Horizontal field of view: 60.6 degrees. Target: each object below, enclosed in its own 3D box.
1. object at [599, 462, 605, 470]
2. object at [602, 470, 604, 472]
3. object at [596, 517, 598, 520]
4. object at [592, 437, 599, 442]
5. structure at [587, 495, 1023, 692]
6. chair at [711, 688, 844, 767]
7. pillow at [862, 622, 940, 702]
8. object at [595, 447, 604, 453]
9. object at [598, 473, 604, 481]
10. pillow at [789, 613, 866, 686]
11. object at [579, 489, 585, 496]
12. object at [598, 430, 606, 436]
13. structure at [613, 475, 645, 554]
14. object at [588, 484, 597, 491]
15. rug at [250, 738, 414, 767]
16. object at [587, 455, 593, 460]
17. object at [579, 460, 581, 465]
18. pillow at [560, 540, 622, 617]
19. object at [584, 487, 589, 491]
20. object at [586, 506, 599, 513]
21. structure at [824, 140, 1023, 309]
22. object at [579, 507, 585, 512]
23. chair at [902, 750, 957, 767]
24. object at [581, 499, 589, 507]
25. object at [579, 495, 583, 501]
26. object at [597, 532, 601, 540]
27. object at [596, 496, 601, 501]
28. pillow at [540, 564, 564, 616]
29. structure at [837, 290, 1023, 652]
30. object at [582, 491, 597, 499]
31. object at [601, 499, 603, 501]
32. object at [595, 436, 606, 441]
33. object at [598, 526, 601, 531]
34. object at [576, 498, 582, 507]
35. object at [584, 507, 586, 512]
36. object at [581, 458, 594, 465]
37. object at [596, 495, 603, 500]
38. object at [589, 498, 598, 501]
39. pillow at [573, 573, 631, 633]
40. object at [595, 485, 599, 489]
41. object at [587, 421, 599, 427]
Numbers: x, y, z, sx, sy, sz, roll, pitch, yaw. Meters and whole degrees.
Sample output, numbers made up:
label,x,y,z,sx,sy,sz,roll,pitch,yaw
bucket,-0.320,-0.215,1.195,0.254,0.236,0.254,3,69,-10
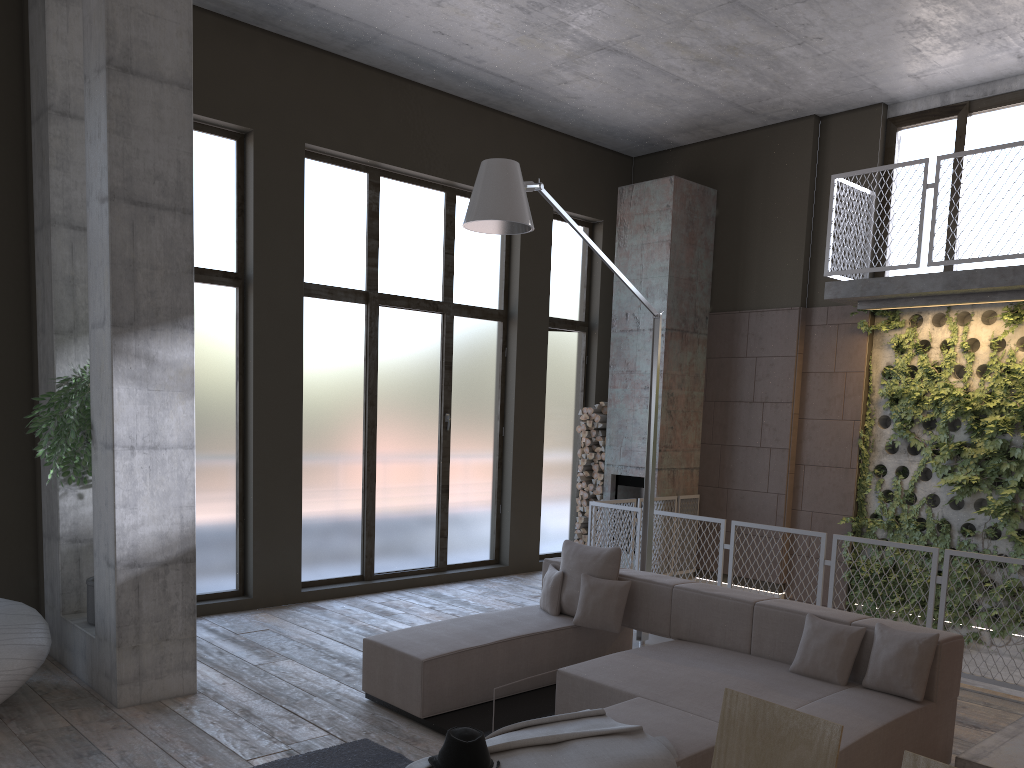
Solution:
label,x,y,z,sx,sy,sz,roll,pitch,yaw
object,1.212,1.001,10.715,0.365,0.110,0.088,3,2,-43
object,1.246,1.051,10.783,0.362,0.087,0.100,3,1,-43
object,1.198,1.627,10.858,0.455,0.090,0.090,3,1,-43
object,1.123,0.681,10.822,0.359,0.075,0.064,3,1,-44
structure,2.997,1.751,8.265,1.924,0.944,4.399,2,-1,-43
chair,0.397,1.415,2.113,0.720,1.210,0.345,-2,7,-39
pillow,2.075,1.486,4.711,0.187,0.371,0.359,-2,4,-38
object,1.204,0.817,10.794,0.434,0.080,0.114,3,0,-43
object,1.242,1.136,10.745,0.479,0.084,0.093,4,1,-43
pillow,1.792,1.520,4.987,0.186,0.363,0.367,-3,5,-43
object,0.981,1.370,11.011,0.292,0.104,0.100,3,2,-41
object,1.215,0.603,10.751,0.422,0.072,0.066,4,1,-43
structure,1.448,1.547,10.385,0.056,0.939,0.570,-4,7,-43
object,1.122,1.274,10.861,0.454,0.090,0.090,3,1,-44
rug,-1.518,1.973,3.648,2.915,0.049,1.155,4,-2,-43
object,1.115,0.894,10.835,0.434,0.080,0.114,3,0,-43
object,0.999,0.976,10.933,0.422,0.068,0.066,4,1,-43
pillow,0.528,1.418,6.313,0.220,0.564,0.559,-3,5,-41
object,1.041,1.303,10.922,0.332,0.057,0.088,4,0,-43
object,1.115,1.551,10.913,0.479,0.084,0.093,4,1,-43
structure,3.949,0.180,6.999,3.028,4.369,3.653,-2,5,-43
object,1.010,1.559,11.029,0.422,0.068,0.067,4,1,-43
chair,0.694,1.413,1.703,0.720,1.210,0.345,-1,7,-37
object,1.047,1.481,10.993,0.437,0.094,0.091,3,1,-43
object,0.929,1.415,10.947,0.251,0.074,0.045,3,2,-43
object,1.231,1.864,10.836,0.437,0.093,0.091,3,1,-43
object,1.186,1.410,10.926,0.291,0.103,0.103,3,1,-43
pillow,0.301,1.544,6.521,0.151,0.381,0.365,1,3,-10
structure,4.350,0.807,8.252,1.001,3.869,2.604,-4,7,-43
object,1.012,1.378,10.914,0.294,0.108,0.097,3,2,-42
object,1.232,1.430,10.775,0.424,0.086,0.066,4,2,-45
object,1.189,0.668,10.743,0.363,0.068,0.121,3,-1,-42
object,1.209,1.768,10.838,0.422,0.073,0.071,4,1,-43
object,0.955,1.484,11.030,0.365,0.110,0.088,3,2,-43
object,1.065,1.561,10.971,0.422,0.068,0.066,4,1,-43
object,1.049,0.966,10.876,0.479,0.084,0.093,4,1,-43
object,1.196,1.398,10.811,0.424,0.086,0.066,4,2,-45
object,1.120,1.467,10.952,0.362,0.087,0.100,3,1,-43
pillow,0.623,1.517,6.067,0.375,0.377,0.167,3,5,20
object,1.191,1.265,10.829,0.422,0.072,0.066,4,1,-43
object,1.112,0.494,10.790,0.479,0.084,0.093,4,1,-43
